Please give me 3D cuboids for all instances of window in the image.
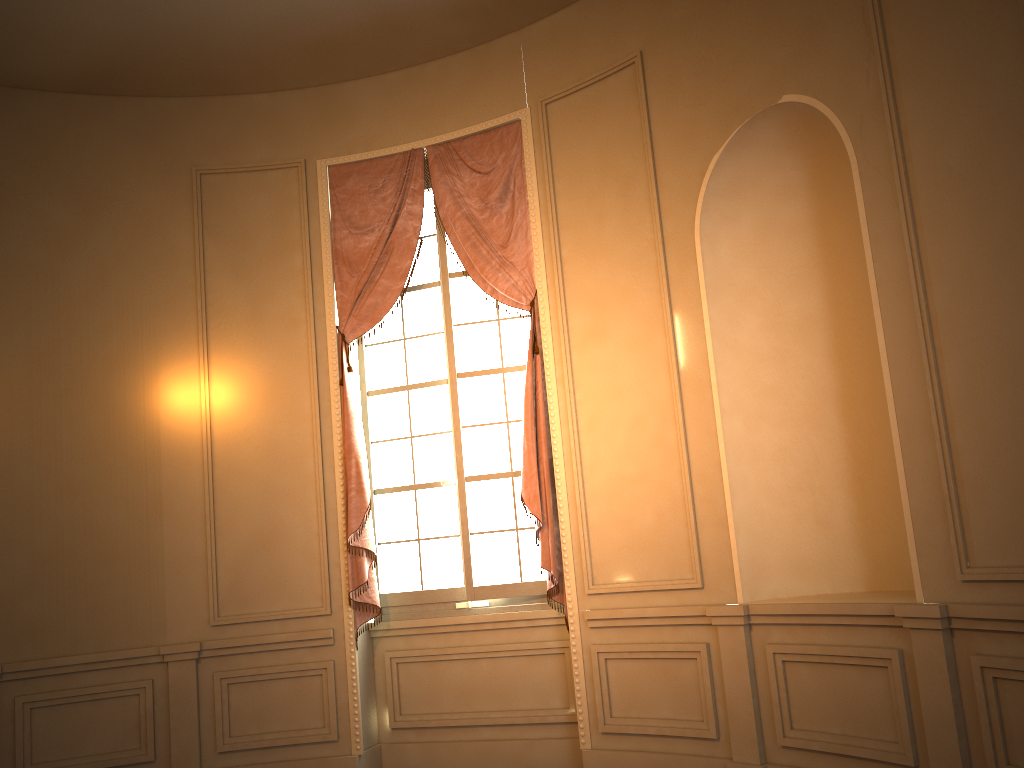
[{"bbox_3d":[-0.360,-0.040,5.367,1.294,2.820,0.156,-8,-8,17],"label":"window"}]

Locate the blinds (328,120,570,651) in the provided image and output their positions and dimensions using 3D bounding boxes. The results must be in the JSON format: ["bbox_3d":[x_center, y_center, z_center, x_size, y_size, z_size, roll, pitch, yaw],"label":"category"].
[{"bbox_3d":[-0.426,-0.009,5.139,1.318,2.959,0.291,-8,-8,17],"label":"blinds"}]
